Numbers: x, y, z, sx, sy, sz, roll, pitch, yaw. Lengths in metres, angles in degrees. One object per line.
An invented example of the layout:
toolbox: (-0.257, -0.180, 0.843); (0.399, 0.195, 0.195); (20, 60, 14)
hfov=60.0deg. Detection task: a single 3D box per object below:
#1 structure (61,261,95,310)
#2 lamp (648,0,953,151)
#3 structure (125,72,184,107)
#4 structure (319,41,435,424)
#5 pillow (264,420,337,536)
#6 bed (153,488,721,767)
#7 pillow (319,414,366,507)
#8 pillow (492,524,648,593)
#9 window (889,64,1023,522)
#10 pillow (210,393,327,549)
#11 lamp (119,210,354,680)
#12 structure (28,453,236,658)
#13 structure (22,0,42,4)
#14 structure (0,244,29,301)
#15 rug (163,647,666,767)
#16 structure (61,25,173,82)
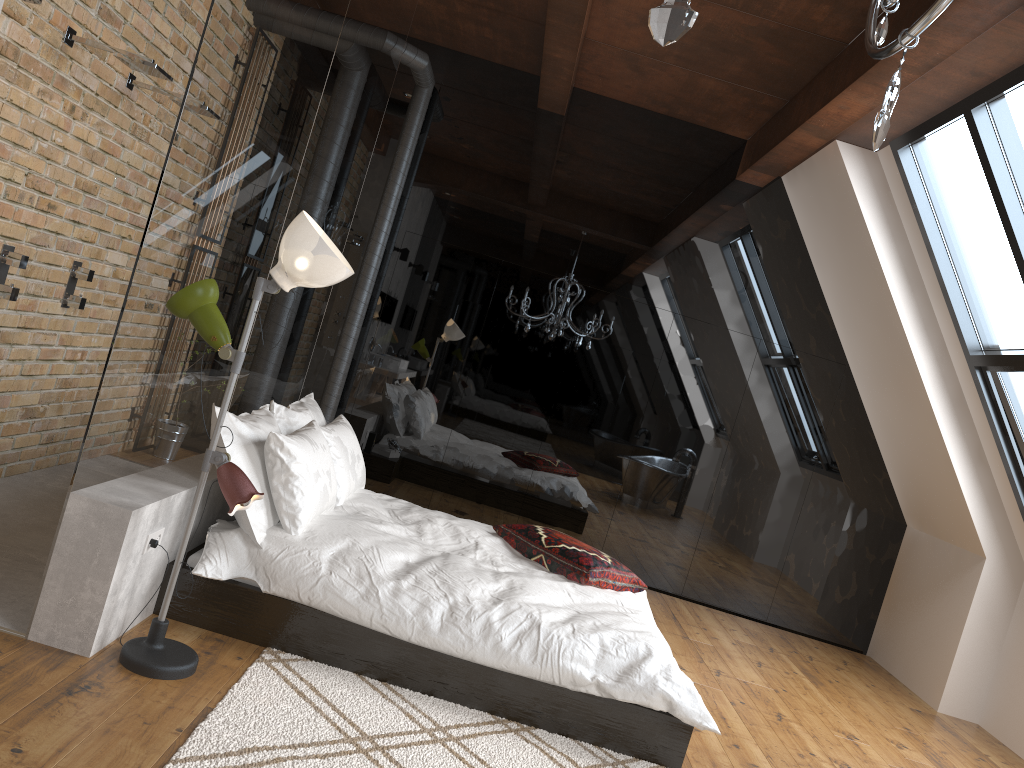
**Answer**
structure: (-2.226, -0.499, 4.553); (0.092, 0.248, 0.090); (17, 1, 0)
lamp: (0.786, -1.106, 0.825); (1.409, 1.594, 1.409); (17, 1, 22)
structure: (-1.739, -1.478, 4.529); (0.453, 0.079, 0.192); (17, 1, 0)
structure: (-1.543, -0.894, 6.047); (1.189, 3.140, 0.829); (17, 1, 0)
pillow: (-0.902, 0.391, 3.808); (0.276, 0.397, 0.744); (17, 1, -1)
bed: (-0.255, 0.946, 4.385); (2.169, 0.442, 2.300); (17, 1, 0)
pillow: (-0.911, 0.393, 4.602); (0.291, 0.385, 0.748); (17, 1, -1)
pillow: (0.292, 0.870, 4.516); (0.453, 0.157, 0.748); (16, 2, -40)
window: (2.744, -0.224, 4.381); (1.702, 2.162, 1.713); (17, 1, 0)
pillow: (-1.064, 0.339, 4.214); (0.358, 0.517, 1.746); (17, 1, -1)
lamp: (-0.981, 0.164, 2.946); (0.561, 1.582, 0.270); (17, 1, -4)
structure: (-1.384, 0.578, 4.248); (0.206, 0.494, 2.820); (17, 1, 0)
structure: (-1.991, -0.608, 3.034); (0.217, 2.005, 0.457); (17, 1, -4)
structure: (-2.226, -0.484, 3.929); (0.092, 0.248, 0.090); (17, 1, 0)
rug: (-0.092, 1.280, 1.776); (1.726, 0.019, 3.139); (17, 1, 0)
structure: (-1.738, -1.463, 3.905); (0.453, 0.079, 0.192); (17, 1, 0)
